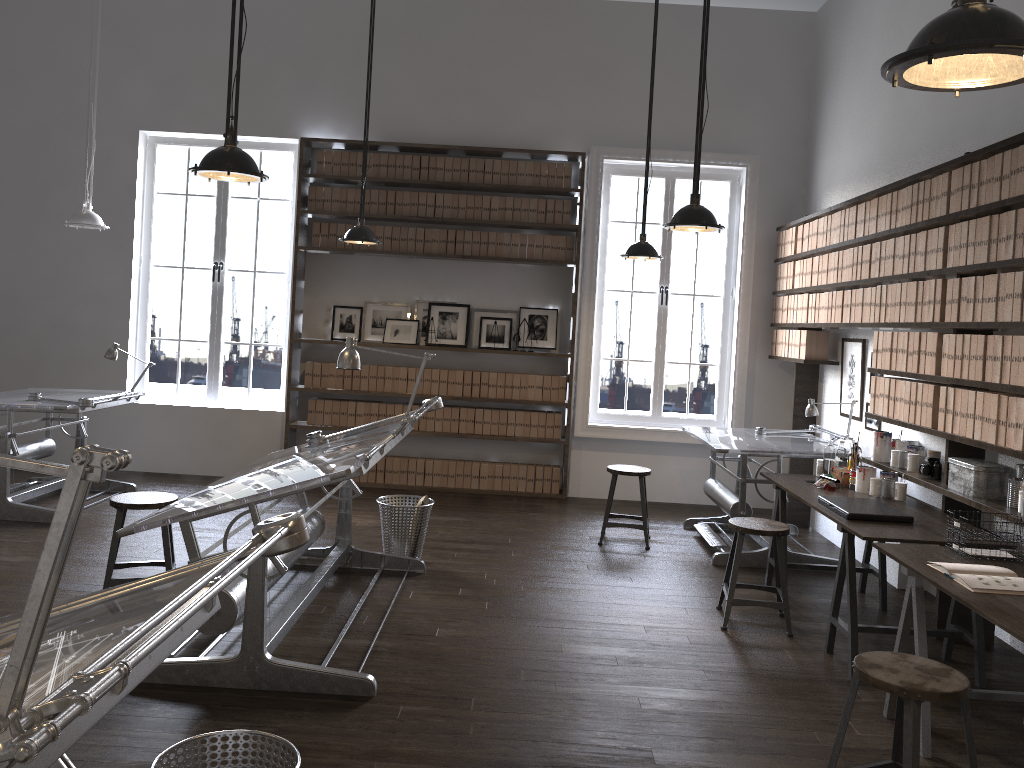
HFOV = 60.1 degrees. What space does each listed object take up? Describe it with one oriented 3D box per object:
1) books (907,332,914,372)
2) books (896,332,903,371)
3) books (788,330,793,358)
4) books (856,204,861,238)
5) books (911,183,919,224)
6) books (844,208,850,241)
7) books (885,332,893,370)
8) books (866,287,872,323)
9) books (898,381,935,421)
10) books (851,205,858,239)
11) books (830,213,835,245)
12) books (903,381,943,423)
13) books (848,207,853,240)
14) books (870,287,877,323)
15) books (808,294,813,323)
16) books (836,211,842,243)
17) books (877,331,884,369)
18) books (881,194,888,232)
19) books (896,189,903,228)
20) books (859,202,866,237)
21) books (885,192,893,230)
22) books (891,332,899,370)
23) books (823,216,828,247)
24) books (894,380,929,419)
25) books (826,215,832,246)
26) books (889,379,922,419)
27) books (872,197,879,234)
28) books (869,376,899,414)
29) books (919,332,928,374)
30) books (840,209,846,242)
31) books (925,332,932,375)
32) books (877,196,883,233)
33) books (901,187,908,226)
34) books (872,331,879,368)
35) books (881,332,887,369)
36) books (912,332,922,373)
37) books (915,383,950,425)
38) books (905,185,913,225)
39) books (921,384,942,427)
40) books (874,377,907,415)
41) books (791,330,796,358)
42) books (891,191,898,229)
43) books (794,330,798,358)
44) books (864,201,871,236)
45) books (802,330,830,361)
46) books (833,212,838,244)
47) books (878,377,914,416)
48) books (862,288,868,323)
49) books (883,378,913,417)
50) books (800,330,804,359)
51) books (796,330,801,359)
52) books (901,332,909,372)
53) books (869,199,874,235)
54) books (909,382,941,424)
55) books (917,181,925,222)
[{"bbox_3d":[2.272,-0.168,4.856,0.174,0.225,0.067,3,1,1],"label":"books"},{"bbox_3d":[2.274,-0.177,4.997,0.174,0.225,0.067,3,1,1],"label":"books"},{"bbox_3d":[2.300,-0.314,7.042,0.174,0.225,0.067,3,1,1],"label":"books"},{"bbox_3d":[2.332,-1.047,5.734,0.174,0.225,0.067,3,1,1],"label":"books"},{"bbox_3d":[2.313,-0.992,4.897,0.174,0.225,0.067,3,1,1],"label":"books"},{"bbox_3d":[2.333,-1.062,5.949,0.174,0.225,0.067,3,1,1],"label":"books"},{"bbox_3d":[2.270,-0.187,5.136,0.174,0.225,0.067,3,1,1],"label":"books"},{"bbox_3d":[2.294,-0.479,5.482,0.174,0.225,0.067,3,1,1],"label":"books"},{"bbox_3d":[2.255,0.098,4.923,0.174,0.225,0.067,3,1,1],"label":"books"},{"bbox_3d":[2.328,-1.053,5.809,0.174,0.225,0.067,3,1,1],"label":"books"},{"bbox_3d":[2.340,-1.080,6.226,0.174,0.225,0.067,3,1,1],"label":"books"},{"bbox_3d":[2.250,0.102,4.851,0.174,0.225,0.067,3,1,1],"label":"books"},{"bbox_3d":[2.334,-1.057,5.883,0.174,0.225,0.067,3,1,1],"label":"books"},{"bbox_3d":[2.291,-0.475,5.409,0.174,0.225,0.067,3,1,1],"label":"books"},{"bbox_3d":[2.311,-0.554,6.606,0.174,0.225,0.067,3,1,1],"label":"books"},{"bbox_3d":[2.331,-1.071,6.084,0.174,0.225,0.067,3,1,1],"label":"books"},{"bbox_3d":[2.275,-0.195,5.266,0.174,0.225,0.067,3,1,1],"label":"books"},{"bbox_3d":[2.323,-1.020,5.324,0.174,0.225,0.067,3,1,1],"label":"books"},{"bbox_3d":[2.323,-1.006,5.112,0.174,0.225,0.067,3,1,1],"label":"books"},{"bbox_3d":[2.326,-1.043,5.663,0.174,0.225,0.067,3,1,1],"label":"books"},{"bbox_3d":[2.320,-1.016,5.252,0.174,0.225,0.067,3,1,1],"label":"books"},{"bbox_3d":[2.275,-0.182,5.068,0.174,0.225,0.067,3,1,1],"label":"books"},{"bbox_3d":[2.336,-1.090,6.367,0.174,0.225,0.067,3,1,1],"label":"books"},{"bbox_3d":[2.260,0.093,4.993,0.174,0.225,0.067,3,1,1],"label":"books"},{"bbox_3d":[2.339,-1.085,6.296,0.174,0.225,0.067,3,1,1],"label":"books"},{"bbox_3d":[2.259,0.089,5.063,0.174,0.225,0.067,3,1,1],"label":"books"},{"bbox_3d":[2.322,-1.029,5.454,0.174,0.225,0.067,3,1,1],"label":"books"},{"bbox_3d":[2.258,0.070,5.335,0.174,0.225,0.067,3,1,1],"label":"books"},{"bbox_3d":[2.270,-0.158,4.707,0.174,0.225,0.067,3,1,1],"label":"books"},{"bbox_3d":[2.330,-1.066,6.012,0.174,0.225,0.067,3,1,1],"label":"books"},{"bbox_3d":[2.267,-0.153,4.631,0.174,0.225,0.067,3,1,1],"label":"books"},{"bbox_3d":[2.325,-1.024,5.387,0.174,0.225,0.067,3,1,1],"label":"books"},{"bbox_3d":[2.318,-1.001,5.042,0.174,0.225,0.067,3,1,1],"label":"books"},{"bbox_3d":[2.274,-0.200,5.338,0.174,0.225,0.067,3,1,1],"label":"books"},{"bbox_3d":[2.276,-0.191,5.203,0.174,0.225,0.067,3,1,1],"label":"books"},{"bbox_3d":[2.266,-0.163,4.781,0.174,0.225,0.067,3,1,1],"label":"books"},{"bbox_3d":[2.252,0.112,4.715,0.174,0.225,0.067,3,1,1],"label":"books"},{"bbox_3d":[2.314,-0.997,4.970,0.174,0.225,0.067,3,1,1],"label":"books"},{"bbox_3d":[2.254,0.116,4.650,0.174,0.225,0.067,3,1,1],"label":"books"},{"bbox_3d":[2.261,0.075,5.268,0.174,0.225,0.067,3,1,1],"label":"books"},{"bbox_3d":[2.301,-0.309,6.969,0.174,0.225,0.067,3,1,1],"label":"books"},{"bbox_3d":[2.322,-1.011,5.182,0.174,0.225,0.067,3,1,1],"label":"books"},{"bbox_3d":[2.301,-0.305,6.906,0.174,0.225,0.067,3,1,1],"label":"books"},{"bbox_3d":[2.330,-1.038,5.592,0.174,0.225,0.067,3,1,1],"label":"books"},{"bbox_3d":[2.299,-0.291,6.700,0.174,0.225,0.067,3,1,1],"label":"books"},{"bbox_3d":[2.335,-1.076,6.157,0.174,0.225,0.067,3,1,1],"label":"books"},{"bbox_3d":[2.259,0.079,5.205,0.174,0.225,0.067,3,1,1],"label":"books"},{"bbox_3d":[2.296,-0.484,5.544,0.174,0.225,0.067,3,1,1],"label":"books"},{"bbox_3d":[2.256,0.084,5.133,0.174,0.225,0.067,3,1,1],"label":"books"},{"bbox_3d":[2.302,-0.295,6.770,0.174,0.225,0.067,3,1,1],"label":"books"},{"bbox_3d":[2.296,-0.300,6.840,0.174,0.225,0.067,3,1,1],"label":"books"},{"bbox_3d":[2.269,-0.173,4.927,0.174,0.225,0.067,3,1,1],"label":"books"},{"bbox_3d":[2.328,-1.033,5.521,0.174,0.225,0.067,3,1,1],"label":"books"},{"bbox_3d":[2.249,0.107,4.778,0.174,0.225,0.067,3,1,1],"label":"books"},{"bbox_3d":[2.316,-0.988,4.834,0.174,0.225,0.067,3,1,1],"label":"books"}]
